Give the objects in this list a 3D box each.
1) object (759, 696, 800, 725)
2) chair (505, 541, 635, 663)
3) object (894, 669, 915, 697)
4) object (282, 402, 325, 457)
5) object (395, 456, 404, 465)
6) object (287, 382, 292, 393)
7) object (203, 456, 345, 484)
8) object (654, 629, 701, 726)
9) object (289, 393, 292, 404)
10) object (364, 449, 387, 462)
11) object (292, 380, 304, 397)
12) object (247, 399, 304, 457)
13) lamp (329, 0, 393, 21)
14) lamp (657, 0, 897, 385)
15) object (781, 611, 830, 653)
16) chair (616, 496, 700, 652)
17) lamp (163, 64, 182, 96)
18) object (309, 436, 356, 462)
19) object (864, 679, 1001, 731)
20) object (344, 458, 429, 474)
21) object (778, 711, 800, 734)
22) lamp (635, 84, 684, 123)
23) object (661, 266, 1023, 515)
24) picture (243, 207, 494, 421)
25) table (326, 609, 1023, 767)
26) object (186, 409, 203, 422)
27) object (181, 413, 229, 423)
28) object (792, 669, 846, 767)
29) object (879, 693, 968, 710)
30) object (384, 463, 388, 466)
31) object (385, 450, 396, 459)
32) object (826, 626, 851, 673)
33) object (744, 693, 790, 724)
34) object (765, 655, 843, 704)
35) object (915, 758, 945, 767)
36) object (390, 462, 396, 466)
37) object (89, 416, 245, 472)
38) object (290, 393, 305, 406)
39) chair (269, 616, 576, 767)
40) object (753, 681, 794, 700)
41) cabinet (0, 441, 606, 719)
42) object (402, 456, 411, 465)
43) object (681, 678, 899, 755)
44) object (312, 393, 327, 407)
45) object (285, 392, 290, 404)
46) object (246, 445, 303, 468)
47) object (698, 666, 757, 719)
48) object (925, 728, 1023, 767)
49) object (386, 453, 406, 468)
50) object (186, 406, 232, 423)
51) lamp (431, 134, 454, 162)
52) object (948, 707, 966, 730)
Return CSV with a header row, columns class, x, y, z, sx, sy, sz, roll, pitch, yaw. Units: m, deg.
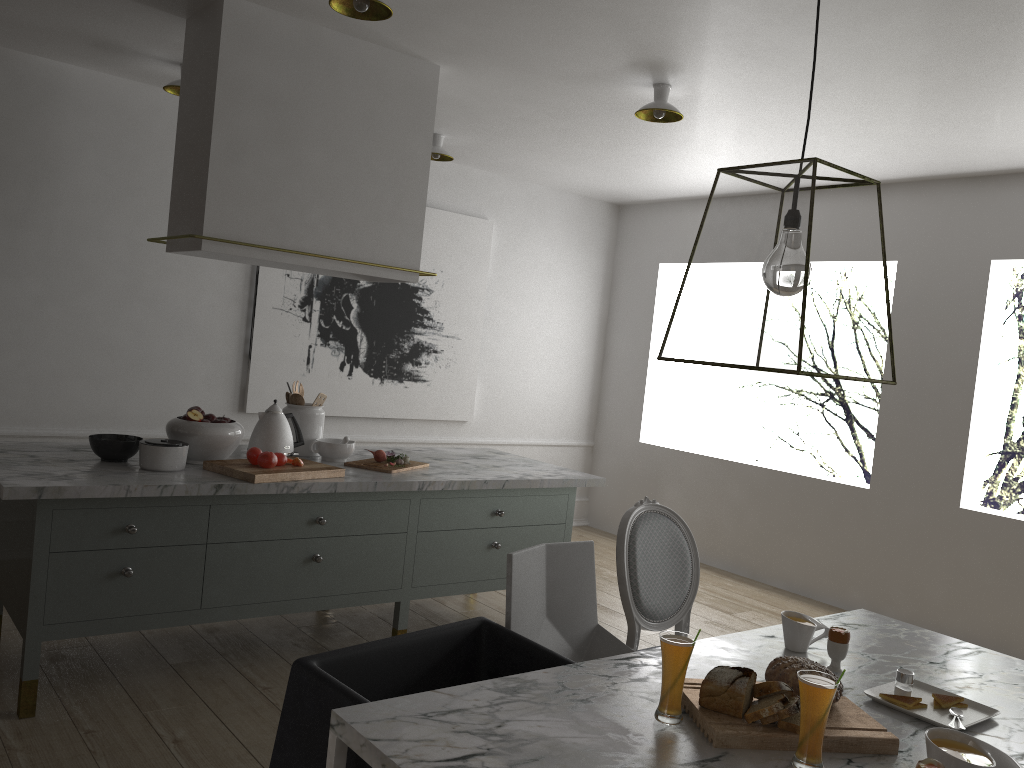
class,x,y,z,sx,sy,sz,roll,pitch,yaw
object,0.512,0.612,1.669,0.073,0.055,0.083,7,3,28
chair,0.197,0.825,2.287,0.439,0.745,0.470,8,3,41
object,0.861,0.660,1.947,0.036,0.060,0.036,6,2,2
object,-0.876,0.188,3.702,0.174,0.208,0.174,5,3,-21
object,-0.457,0.310,3.605,0.034,0.037,0.033,7,3,29
object,-0.881,0.141,3.699,0.141,0.290,0.064,5,3,-25
object,-0.845,0.304,3.170,0.290,0.030,0.400,8,3,36
object,0.309,0.551,1.693,0.071,0.188,0.071,5,3,-18
object,-0.911,0.159,3.694,0.033,0.250,0.118,6,2,2
object,-0.555,0.293,3.630,0.090,0.051,0.050,7,3,15
object,-0.907,0.135,3.735,0.056,0.296,0.131,5,3,-19
object,-0.925,0.179,3.477,0.204,0.236,0.178,6,2,-2
lamp,-0.463,-1.219,2.747,0.197,0.130,0.197,6,2,-4
lamp,0.542,-0.572,1.609,0.584,1.108,0.584,5,3,-23
object,0.735,0.625,2.244,0.138,0.085,0.089,4,3,-43
chair,0.524,0.795,2.652,0.480,0.833,0.505,4,3,-41
lamp,-1.478,-1.381,4.035,0.197,0.130,0.197,4,3,-44
object,-0.724,0.257,3.621,0.159,0.110,0.172,6,2,6
object,0.904,0.692,1.913,0.212,0.014,0.212,4,3,-39
object,-0.508,0.330,3.628,0.220,0.012,0.330,7,3,21
object,0.539,0.634,1.662,0.068,0.017,0.077,7,3,29
lamp,0.602,-1.142,3.597,0.197,0.130,0.197,7,3,26
object,2.943,1.535,4.232,0.001,8.324,10.834,4,3,-39
picture,-0.803,-0.454,5.346,1.545,1.315,0.039,4,3,-39
table,0.609,0.966,1.817,1.781,0.583,0.870,4,3,-39
object,-1.139,0.117,3.179,0.054,0.048,0.061,7,3,15
object,-1.125,0.148,3.246,0.154,0.074,0.135,4,3,-43
object,0.527,0.580,1.548,0.071,0.188,0.071,5,3,-18
object,0.897,0.688,1.920,0.197,0.014,0.068,6,2,-11
object,-0.503,0.322,3.541,0.015,0.010,0.028,7,3,26
object,-0.512,0.300,3.721,0.057,0.039,0.049,4,3,-42
object,0.767,0.623,2.089,0.050,0.101,0.050,5,3,-32
object,0.484,0.607,1.672,0.072,0.057,0.083,7,3,27
object,0.600,0.605,1.827,0.151,0.075,0.157,6,2,-3
object,0.652,0.641,1.385,0.050,0.101,0.050,4,3,-43
object,-0.479,0.320,3.569,0.030,0.017,0.013,5,3,-30
object,-1.218,0.201,3.178,0.364,0.156,0.491,7,3,28
object,-0.869,0.163,3.669,0.061,0.251,0.117,8,3,31
chair,-0.146,0.881,1.887,0.609,0.597,0.569,8,3,41
object,0.508,0.603,1.725,0.074,0.067,0.079,7,3,23
cabinet,-0.807,0.669,3.569,2.360,0.721,0.870,4,3,-39
object,-0.438,0.312,3.639,0.037,0.036,0.035,8,3,39
object,0.525,0.652,1.753,0.360,0.031,0.260,6,2,-9
object,-0.845,0.161,3.662,0.149,0.262,0.054,5,3,-24
object,-0.913,0.158,3.728,0.114,0.247,0.050,4,3,-34
object,-0.834,0.254,3.154,0.135,0.079,0.194,8,3,40
object,0.419,0.584,1.721,0.090,0.087,0.086,7,3,29
object,0.772,0.651,1.491,0.170,0.105,0.110,5,3,-18
object,-0.480,0.313,3.600,0.116,0.058,0.224,6,2,-3
object,-1.128,0.133,3.304,0.167,0.091,0.071,5,2,-13
lamp,-0.414,-1.305,4.885,0.197,0.130,0.197,8,3,36
object,0.919,0.694,1.834,0.032,0.013,0.132,7,3,26
